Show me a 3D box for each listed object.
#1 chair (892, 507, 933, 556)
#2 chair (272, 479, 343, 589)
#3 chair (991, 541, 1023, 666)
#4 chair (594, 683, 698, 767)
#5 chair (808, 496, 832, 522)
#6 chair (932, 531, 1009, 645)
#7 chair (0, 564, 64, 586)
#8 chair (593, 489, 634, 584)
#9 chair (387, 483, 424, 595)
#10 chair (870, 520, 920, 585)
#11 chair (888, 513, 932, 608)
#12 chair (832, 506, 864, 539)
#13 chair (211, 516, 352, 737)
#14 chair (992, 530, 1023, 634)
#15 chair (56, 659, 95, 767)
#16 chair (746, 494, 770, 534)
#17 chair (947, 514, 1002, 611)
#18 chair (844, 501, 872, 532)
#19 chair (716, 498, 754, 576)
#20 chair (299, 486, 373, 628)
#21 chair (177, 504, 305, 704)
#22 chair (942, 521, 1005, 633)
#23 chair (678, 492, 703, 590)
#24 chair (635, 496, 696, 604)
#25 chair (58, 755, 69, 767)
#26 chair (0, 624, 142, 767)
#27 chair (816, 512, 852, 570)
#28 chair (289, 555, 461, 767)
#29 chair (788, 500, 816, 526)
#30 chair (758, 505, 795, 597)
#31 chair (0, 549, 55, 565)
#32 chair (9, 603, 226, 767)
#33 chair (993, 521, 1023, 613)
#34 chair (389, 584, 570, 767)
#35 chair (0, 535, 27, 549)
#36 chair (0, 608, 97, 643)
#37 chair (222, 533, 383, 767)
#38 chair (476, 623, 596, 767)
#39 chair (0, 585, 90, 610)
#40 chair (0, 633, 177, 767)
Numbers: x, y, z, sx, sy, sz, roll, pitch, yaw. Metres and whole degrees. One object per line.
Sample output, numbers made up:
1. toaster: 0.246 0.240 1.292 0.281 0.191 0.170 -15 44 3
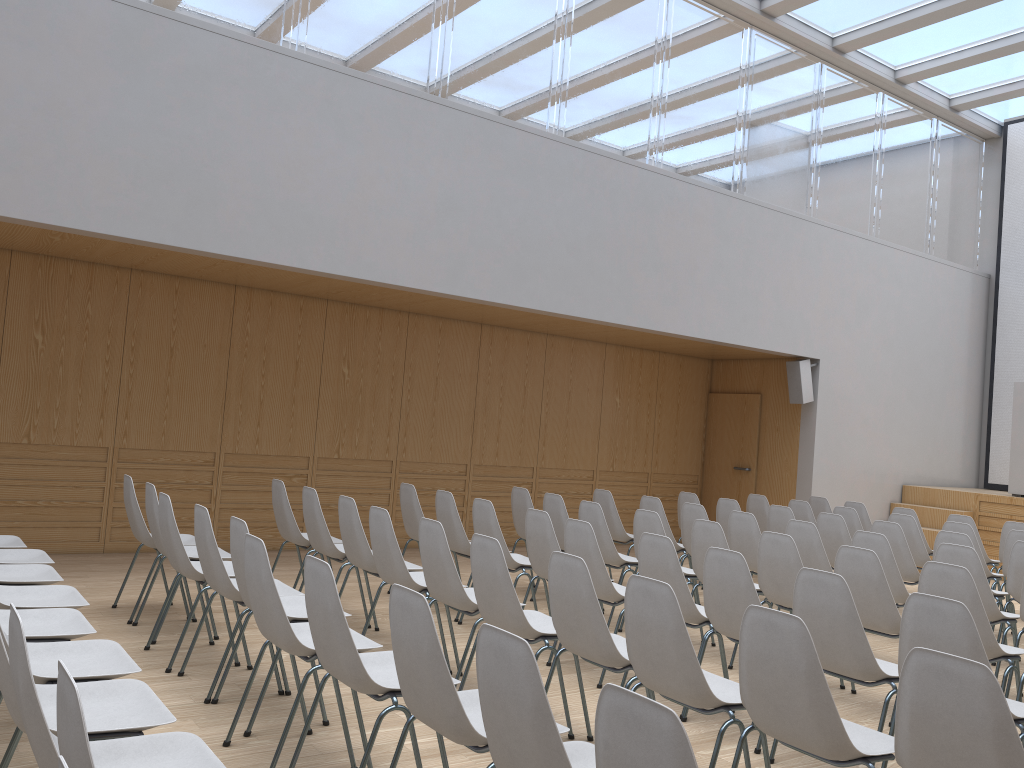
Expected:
1. chair: 4.020 1.676 8.833 0.506 0.876 0.479 6 -3 -35
2. chair: -1.451 1.121 6.259 0.506 0.876 0.479 6 -3 -35
3. chair: 3.630 1.513 6.028 0.506 0.876 0.479 6 -3 -35
4. chair: 0.416 1.060 1.843 0.506 0.876 0.479 6 -3 -35
5. chair: 3.471 1.672 9.682 0.506 0.876 0.479 6 -3 -35
6. chair: 3.274 1.500 6.362 0.506 0.876 0.479 6 -3 -35
7. chair: -2.462 0.946 4.269 0.506 0.876 0.479 6 -3 -35
8. chair: 0.970 1.394 7.973 0.506 0.876 0.479 6 -3 -35
9. chair: -0.624 1.214 6.849 0.506 0.876 0.479 6 -3 -35
10. chair: 3.017 1.504 6.867 0.506 0.876 0.479 6 -3 -35
11. chair: 3.565 1.593 7.850 0.506 0.876 0.479 6 -3 -35
12. chair: 3.217 1.584 8.243 0.506 0.876 0.479 6 -3 -35
13. chair: -1.033 1.048 4.018 0.506 0.876 0.479 6 -3 -35
14. chair: 4.141 1.599 7.002 0.506 0.876 0.479 6 -3 -35
15. chair: -0.626 0.971 1.711 0.506 0.876 0.479 6 -3 -35
16. chair: 2.665 1.583 9.146 0.506 0.876 0.479 6 -3 -35
17. chair: 4.363 1.683 8.415 0.506 0.876 0.479 6 -3 -35
18. chair: 3.688 1.668 9.232 0.506 0.876 0.479 6 -3 -35
19. chair: 2.108 1.489 8.088 0.506 0.876 0.479 6 -3 -35
20. chair: -1.140 1.126 5.851 0.506 0.876 0.479 6 -3 -35
21. chair: -1.325 1.042 4.384 0.506 0.876 0.479 6 -3 -35
22. chair: 3.820 1.592 7.387 0.506 0.876 0.479 6 -3 -35
23. chair: 1.845 1.491 8.563 0.506 0.876 0.479 6 -3 -35
24. chair: 1.332 1.403 7.561 0.506 0.876 0.479 6 -3 -35
25. chair: -0.403 0.968 1.275 0.506 0.876 0.479 6 -3 -35
26. chair: -1.542 0.958 2.962 0.506 0.876 0.479 6 -3 -35
27. chair: 2.728 1.498 7.243 0.506 0.876 0.479 6 -3 -35
28. chair: -0.490 1.049 3.128 0.506 0.876 0.479 6 -3 -35
29. chair: 2.946 1.584 8.697 0.506 0.876 0.479 6 -3 -35
30. chair: 2.462 1.499 7.703 0.506 0.876 0.479 6 -3 -35
31. chair: -2.719 0.946 4.682 0.506 0.876 0.479 6 -3 -35
32. chair: -0.945 0.965 2.115 0.506 0.876 0.479 6 -3 -35
33. chair: 4.674 1.689 8.023 0.506 0.876 0.479 6 -3 -35
34. chair: -0.135 1.058 2.726 0.506 0.876 0.479 6 -3 -35
35. chair: -3.081 0.936 5.078 0.506 0.876 0.479 6 -3 -35
36. chair: -1.893 0.950 3.391 0.506 0.876 0.479 6 -3 -35
37. chair: -0.820 1.042 3.526 0.506 0.876 0.479 6 -3 -35
38. chair: 0.150 1.060 2.290 0.506 0.876 0.479 6 -3 -35
39. chair: -2.123 0.952 3.819 0.506 0.876 0.479 6 -3 -35
40. chair: -1.262 0.960 2.532 0.506 0.876 0.479 6 -3 -35
